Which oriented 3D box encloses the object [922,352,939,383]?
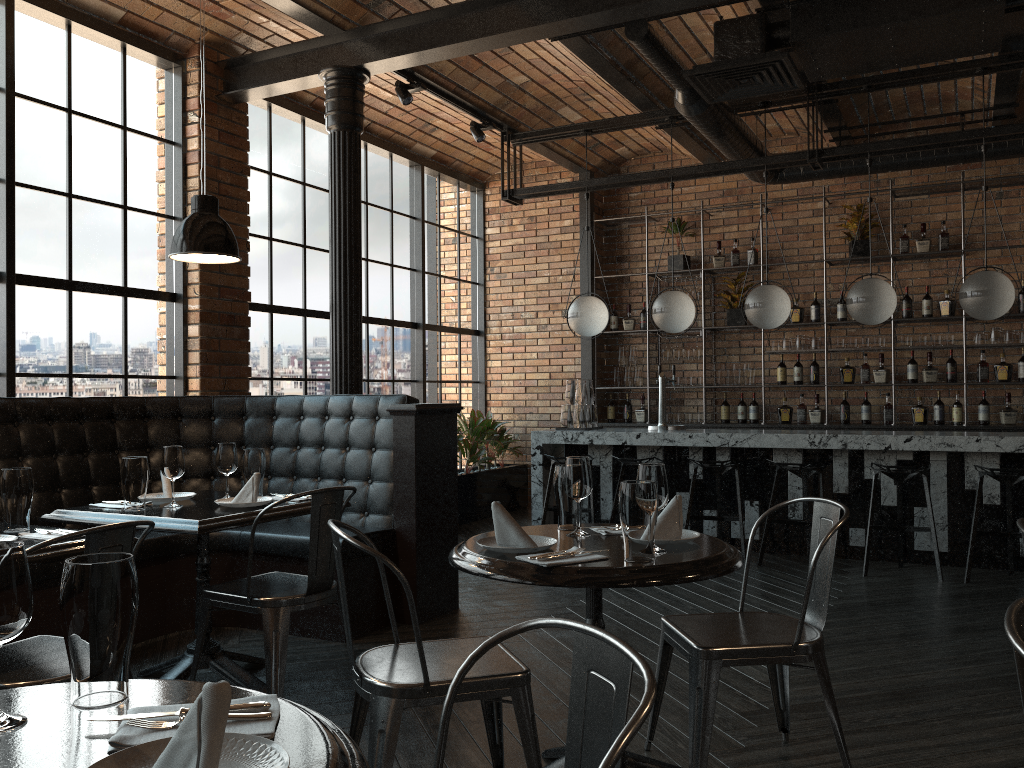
[{"bbox_3d":[3.688,-0.144,7.824,0.123,0.279,0.123,-1,-1,16],"label":"object"}]

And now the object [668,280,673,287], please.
[{"bbox_3d":[1.604,-0.928,9.001,0.092,0.244,0.092,-1,-1,33],"label":"object"}]

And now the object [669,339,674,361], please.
[{"bbox_3d":[1.609,-0.356,8.994,0.092,0.244,0.092,-1,-1,33],"label":"object"}]

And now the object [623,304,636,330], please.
[{"bbox_3d":[1.204,-0.677,9.106,0.123,0.279,0.123,-1,-1,16],"label":"object"}]

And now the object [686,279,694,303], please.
[{"bbox_3d":[1.790,-0.931,8.905,0.092,0.244,0.092,-1,-1,33],"label":"object"}]

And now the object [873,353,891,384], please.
[{"bbox_3d":[3.337,-0.138,8.005,0.123,0.279,0.123,-1,-1,41],"label":"object"}]

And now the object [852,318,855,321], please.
[{"bbox_3d":[3.161,-0.706,8.099,0.123,0.279,0.123,-1,-1,16],"label":"object"}]

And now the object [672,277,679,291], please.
[{"bbox_3d":[1.626,-0.931,8.804,0.092,0.244,0.092,-1,-1,33],"label":"object"}]

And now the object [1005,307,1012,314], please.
[{"bbox_3d":[4.195,-0.722,7.568,0.123,0.279,0.123,-1,-1,36],"label":"object"}]

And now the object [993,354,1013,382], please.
[{"bbox_3d":[4.197,-0.136,7.577,0.151,0.248,0.094,-1,-1,36],"label":"object"}]

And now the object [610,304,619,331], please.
[{"bbox_3d":[1.066,-0.685,9.228,0.086,0.298,0.086,0,-1,-14],"label":"object"}]

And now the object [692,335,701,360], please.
[{"bbox_3d":[1.812,-0.361,8.704,0.092,0.244,0.092,-1,-1,33],"label":"object"}]

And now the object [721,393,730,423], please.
[{"bbox_3d":[2.087,0.235,8.668,0.086,0.299,0.086,0,-1,-14],"label":"object"}]

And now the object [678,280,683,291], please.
[{"bbox_3d":[1.702,-0.930,8.950,0.092,0.244,0.092,-1,-1,33],"label":"object"}]

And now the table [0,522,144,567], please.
[{"bbox_3d":[-1.795,0.870,2.725,0.872,0.758,0.872,-1,-1,27],"label":"table"}]

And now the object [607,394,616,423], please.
[{"bbox_3d":[1.033,0.251,9.210,0.086,0.299,0.086,0,-1,-14],"label":"object"}]

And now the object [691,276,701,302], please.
[{"bbox_3d":[1.806,-0.934,8.711,0.092,0.244,0.092,-1,-1,33],"label":"object"}]

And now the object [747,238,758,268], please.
[{"bbox_3d":[2.321,-1.269,8.551,0.083,0.282,0.083,-1,-1,42],"label":"object"}]

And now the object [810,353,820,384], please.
[{"bbox_3d":[2.828,-0.141,8.286,0.086,0.297,0.086,0,-1,-14],"label":"object"}]

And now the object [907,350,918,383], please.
[{"bbox_3d":[3.572,-0.152,7.908,0.086,0.298,0.086,0,-1,-14],"label":"object"}]

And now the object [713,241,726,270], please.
[{"bbox_3d":[2.034,-1.262,8.700,0.123,0.279,0.123,-1,-1,16],"label":"object"}]

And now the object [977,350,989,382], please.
[{"bbox_3d":[4.060,-0.152,7.648,0.083,0.282,0.083,-1,-1,12],"label":"object"}]

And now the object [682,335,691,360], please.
[{"bbox_3d":[1.720,-0.360,8.752,0.092,0.244,0.092,-1,-1,33],"label":"object"}]

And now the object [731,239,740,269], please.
[{"bbox_3d":[2.173,-1.267,8.627,0.083,0.282,0.083,-1,-1,12],"label":"object"}]

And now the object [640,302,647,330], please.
[{"bbox_3d":[1.350,-0.690,9.050,0.086,0.299,0.086,0,-1,-14],"label":"object"}]

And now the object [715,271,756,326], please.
[{"bbox_3d":[2.185,-0.815,8.587,0.430,0.526,0.425,-1,-1,39],"label":"object"}]

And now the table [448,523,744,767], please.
[{"bbox_3d":[0.247,0.850,2.640,0.866,0.758,0.866,0,-1,-9],"label":"table"}]

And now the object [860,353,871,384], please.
[{"bbox_3d":[3.221,-0.139,8.080,0.083,0.282,0.083,-1,-1,27],"label":"object"}]

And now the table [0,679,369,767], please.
[{"bbox_3d":[-0.593,0.839,1.008,0.866,0.758,0.866,0,-1,-9],"label":"table"}]

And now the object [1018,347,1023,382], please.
[{"bbox_3d":[4.340,-0.163,7.520,0.086,0.298,0.086,0,-1,-14],"label":"object"}]

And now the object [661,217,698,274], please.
[{"bbox_3d":[1.679,-1.394,8.912,0.377,0.554,0.422,-1,-1,15],"label":"object"}]

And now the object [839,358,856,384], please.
[{"bbox_3d":[3.083,-0.119,8.150,0.151,0.248,0.094,-1,-1,16],"label":"object"}]

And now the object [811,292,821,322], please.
[{"bbox_3d":[2.840,-0.711,8.295,0.086,0.298,0.086,0,-1,-14],"label":"object"}]

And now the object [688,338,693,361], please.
[{"bbox_3d":[1.795,-0.358,8.898,0.092,0.244,0.092,-1,-1,33],"label":"object"}]

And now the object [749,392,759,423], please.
[{"bbox_3d":[2.333,0.230,8.543,0.086,0.298,0.086,0,-1,-14],"label":"object"}]

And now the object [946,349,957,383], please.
[{"bbox_3d":[3.846,-0.157,7.762,0.086,0.299,0.086,0,-1,-14],"label":"object"}]

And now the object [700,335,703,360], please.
[{"bbox_3d":[1.887,-0.360,8.851,0.092,0.244,0.092,-1,-1,33],"label":"object"}]

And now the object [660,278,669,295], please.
[{"bbox_3d":[1.528,-0.930,8.854,0.092,0.244,0.092,-1,-1,33],"label":"object"}]

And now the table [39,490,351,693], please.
[{"bbox_3d":[-1.290,0.877,3.707,0.872,0.758,0.872,-1,-1,27],"label":"table"}]

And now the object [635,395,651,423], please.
[{"bbox_3d":[1.333,0.256,9.033,0.123,0.279,0.123,-1,-1,41],"label":"object"}]

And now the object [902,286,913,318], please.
[{"bbox_3d":[3.531,-0.723,7.928,0.086,0.299,0.086,0,-1,-14],"label":"object"}]

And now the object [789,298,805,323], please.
[{"bbox_3d":[2.681,-0.683,8.361,0.151,0.248,0.094,-1,-1,31],"label":"object"}]

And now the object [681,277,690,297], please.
[{"bbox_3d":[1.714,-0.932,8.758,0.092,0.244,0.092,-1,-1,33],"label":"object"}]

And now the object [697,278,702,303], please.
[{"bbox_3d":[1.882,-0.933,8.857,0.092,0.244,0.092,-1,-1,33],"label":"object"}]

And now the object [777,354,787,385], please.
[{"bbox_3d":[2.565,-0.136,8.425,0.086,0.299,0.086,0,-1,-14],"label":"object"}]

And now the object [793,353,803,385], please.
[{"bbox_3d":[2.706,-0.139,8.380,0.086,0.298,0.086,0,-1,-14],"label":"object"}]

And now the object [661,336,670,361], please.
[{"bbox_3d":[1.534,-0.357,8.847,0.092,0.244,0.092,-1,-1,33],"label":"object"}]

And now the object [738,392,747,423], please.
[{"bbox_3d":[2.238,0.231,8.618,0.086,0.298,0.086,0,-1,-14],"label":"object"}]

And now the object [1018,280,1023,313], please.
[{"bbox_3d":[4.337,-0.735,7.514,0.086,0.297,0.086,0,-1,-14],"label":"object"}]

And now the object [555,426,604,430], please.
[{"bbox_3d":[0.574,0.374,7.520,0.273,0.019,0.437,-1,-1,27],"label":"object"}]

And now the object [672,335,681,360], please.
[{"bbox_3d":[1.632,-0.358,8.797,0.092,0.244,0.092,-1,-1,33],"label":"object"}]

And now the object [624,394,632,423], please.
[{"bbox_3d":[1.188,0.247,9.095,0.086,0.297,0.086,0,-1,-29],"label":"object"}]

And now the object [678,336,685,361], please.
[{"bbox_3d":[1.707,-0.357,8.943,0.092,0.244,0.092,-1,-1,33],"label":"object"}]

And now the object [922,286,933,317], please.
[{"bbox_3d":[3.690,-0.725,7.878,0.086,0.298,0.086,0,-1,-14],"label":"object"}]

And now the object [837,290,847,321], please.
[{"bbox_3d":[3.046,-0.715,8.183,0.086,0.298,0.086,0,-1,-14],"label":"object"}]

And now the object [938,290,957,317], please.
[{"bbox_3d":[3.818,-0.701,7.776,0.094,0.248,0.151,0,-1,-34],"label":"object"}]
